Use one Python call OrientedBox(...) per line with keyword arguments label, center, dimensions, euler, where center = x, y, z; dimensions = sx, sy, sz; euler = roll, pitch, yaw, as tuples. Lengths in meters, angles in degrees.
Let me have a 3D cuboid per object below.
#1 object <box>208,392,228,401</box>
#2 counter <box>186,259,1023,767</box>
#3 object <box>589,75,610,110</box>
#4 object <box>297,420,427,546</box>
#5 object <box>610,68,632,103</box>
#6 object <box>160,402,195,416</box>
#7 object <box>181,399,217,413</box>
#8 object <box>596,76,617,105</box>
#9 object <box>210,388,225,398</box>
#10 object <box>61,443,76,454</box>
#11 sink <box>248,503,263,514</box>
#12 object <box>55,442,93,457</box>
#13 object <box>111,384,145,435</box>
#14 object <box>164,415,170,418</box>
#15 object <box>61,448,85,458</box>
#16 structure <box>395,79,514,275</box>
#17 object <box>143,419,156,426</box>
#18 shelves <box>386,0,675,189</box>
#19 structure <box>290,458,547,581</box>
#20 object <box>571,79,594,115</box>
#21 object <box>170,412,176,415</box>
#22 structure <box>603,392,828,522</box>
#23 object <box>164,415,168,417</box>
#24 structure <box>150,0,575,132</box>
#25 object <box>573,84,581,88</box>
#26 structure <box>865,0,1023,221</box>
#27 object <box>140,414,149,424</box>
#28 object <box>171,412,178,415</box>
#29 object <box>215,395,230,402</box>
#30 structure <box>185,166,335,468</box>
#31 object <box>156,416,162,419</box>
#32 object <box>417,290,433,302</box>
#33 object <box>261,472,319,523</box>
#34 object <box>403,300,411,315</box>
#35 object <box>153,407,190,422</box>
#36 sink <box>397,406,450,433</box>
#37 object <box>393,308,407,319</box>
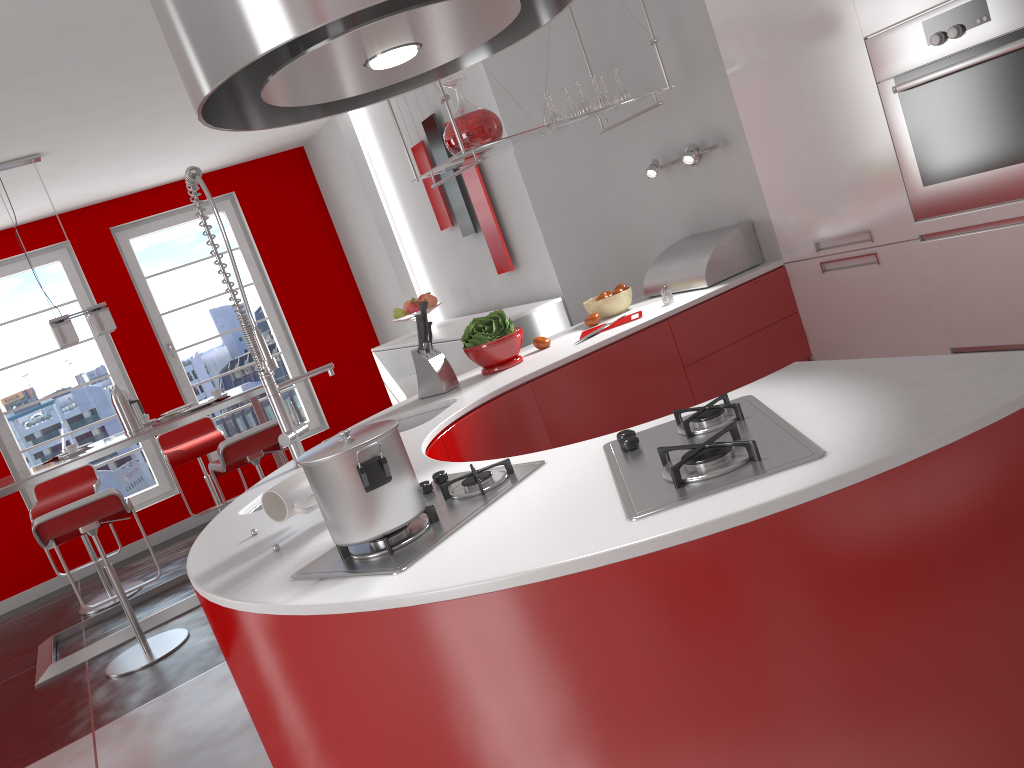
OrientedBox(label="object", center=(-1.733, 0.080, 5.236), dimensions=(0.119, 0.016, 0.119), euler=(-21, 9, -6))
OrientedBox(label="counter", center=(0.235, 0.408, 2.700), dimensions=(1.868, 0.880, 2.865), euler=(-19, 9, 8))
OrientedBox(label="object", center=(0.331, -1.101, 3.383), dimensions=(0.060, 0.141, 0.060), euler=(-24, 10, -25))
OrientedBox(label="object", center=(-0.267, 0.168, 1.585), dimensions=(0.218, 0.185, 0.189), euler=(-15, 10, 26))
OrientedBox(label="object", center=(0.414, -1.133, 3.391), dimensions=(0.060, 0.141, 0.060), euler=(-24, 10, -25))
OrientedBox(label="object", center=(-2.051, 0.158, 5.446), dimensions=(0.217, 0.015, 0.217), euler=(-12, 12, 40))
OrientedBox(label="object", center=(-1.766, 0.130, 5.009), dimensions=(0.217, 0.015, 0.217), euler=(-18, 9, 11))
OrientedBox(label="object", center=(0.367, -1.128, 3.463), dimensions=(0.060, 0.141, 0.060), euler=(-24, 10, -25))
OrientedBox(label="object", center=(-1.735, 0.054, 5.235), dimensions=(0.078, 0.049, 0.062), euler=(-24, 10, -25))
OrientedBox(label="object", center=(-2.481, 0.370, 4.980), dimensions=(0.078, 0.049, 0.062), euler=(-20, 9, -3))
OrientedBox(label="sink", center=(-0.486, 0.356, 2.438), dimensions=(0.428, 0.172, 0.326), euler=(-18, 9, 13))
OrientedBox(label="object", center=(-2.556, 0.388, 5.178), dimensions=(0.217, 0.015, 0.217), euler=(-20, 9, -2))
OrientedBox(label="object", center=(-2.192, 0.129, 5.061), dimensions=(0.149, 0.287, 0.113), euler=(-23, 10, -17))
OrientedBox(label="object", center=(-1.992, 0.187, 5.128), dimensions=(0.036, 0.006, 0.034), euler=(-20, 9, -2))
OrientedBox(label="object", center=(-2.466, 0.389, 4.984), dimensions=(0.119, 0.016, 0.119), euler=(-11, 13, 44))
OrientedBox(label="structure", center=(-0.427, -1.405, 5.809), dimensions=(0.040, 1.503, 0.820), euler=(-24, 10, -25))
OrientedBox(label="object", center=(-2.166, 0.234, 5.255), dimensions=(0.119, 0.016, 0.119), euler=(-25, 10, -28))
OrientedBox(label="shelves", center=(-0.040, -1.359, 3.221), dimensions=(0.934, 1.023, 0.462), euler=(-24, 10, -25))
OrientedBox(label="structure", center=(-0.172, 0.237, 1.676), dimensions=(0.303, 0.037, 0.457), euler=(-13, 12, 39))
OrientedBox(label="object", center=(0.261, -1.065, 3.320), dimensions=(0.060, 0.141, 0.060), euler=(-24, 10, -25))
OrientedBox(label="object", center=(-1.972, 0.173, 5.168), dimensions=(0.036, 0.006, 0.034), euler=(-18, 9, 11))
OrientedBox(label="structure", center=(0.307, 0.095, 1.487), dimensions=(0.303, 0.037, 0.457), euler=(-19, 9, 4))
OrientedBox(label="object", center=(-2.011, 0.187, 5.165), dimensions=(0.034, 0.006, 0.036), euler=(-22, 9, -13))
OrientedBox(label="structure", center=(-0.350, -0.963, 1.355), dimensions=(0.644, 0.958, 0.644), euler=(-15, 11, 30))
OrientedBox(label="object", center=(0.277, -1.097, 3.472), dimensions=(0.060, 0.141, 0.060), euler=(-12, 12, 41))
OrientedBox(label="structure", center=(1.323, -0.798, 2.540), dimensions=(0.050, 0.589, 0.599), euler=(-24, 10, -25))
OrientedBox(label="object", center=(-2.181, 0.214, 5.253), dimensions=(0.078, 0.049, 0.062), euler=(-18, 9, 14))
OrientedBox(label="object", center=(-1.952, 0.172, 5.131), dimensions=(0.034, 0.006, 0.036), euler=(-27, 11, -37))
OrientedBox(label="object", center=(-1.648, 0.080, 5.062), dimensions=(0.095, 0.012, 0.234), euler=(-24, 10, -25))
OrientedBox(label="structure", center=(-0.743, -0.194, 2.630), dimensions=(0.178, 0.920, 0.308), euler=(-17, 10, 18))
OrientedBox(label="object", center=(-2.166, 0.212, 5.390), dimensions=(0.095, 0.012, 0.234), euler=(-25, 10, -26))
OrientedBox(label="object", center=(-0.628, -0.599, 6.364), dimensions=(0.117, 0.129, 0.150), euler=(-16, 10, 22))
OrientedBox(label="object", center=(-0.490, 0.253, 1.994), dimensions=(0.109, 0.080, 0.100), euler=(-14, 11, 34))
OrientedBox(label="object", center=(-0.737, -0.550, 6.390), dimensions=(0.096, 0.105, 0.117), euler=(-19, 9, 3))
OrientedBox(label="object", center=(-1.976, 0.181, 5.156), dimensions=(0.217, 0.015, 0.217), euler=(-18, 9, 12))
OrientedBox(label="sink", center=(-0.359, 0.232, 2.891), dimensions=(0.428, 0.172, 0.326), euler=(-16, 10, 25))
OrientedBox(label="object", center=(-0.793, -0.500, 6.264), dimensions=(0.100, 0.086, 0.083), euler=(-16, 10, 24))
